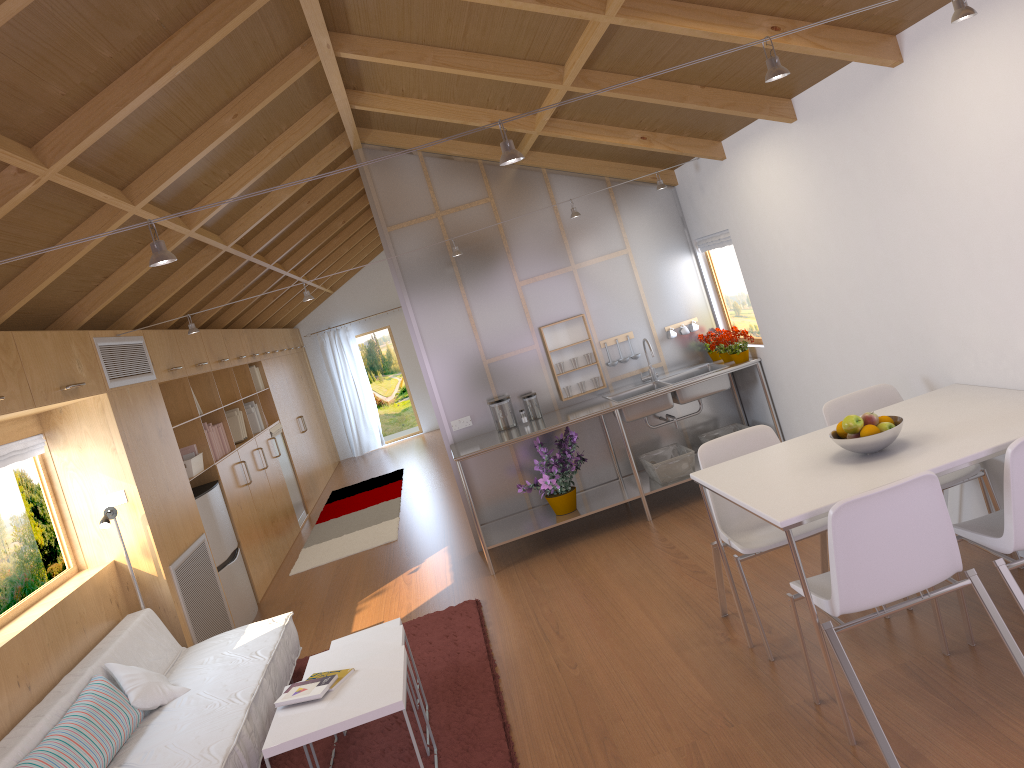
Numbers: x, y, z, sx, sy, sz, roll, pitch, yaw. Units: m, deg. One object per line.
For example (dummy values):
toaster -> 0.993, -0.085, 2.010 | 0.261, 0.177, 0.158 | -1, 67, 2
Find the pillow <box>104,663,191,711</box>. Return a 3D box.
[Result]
pillow -> -1.657, 1.340, 4.006 | 0.271, 0.251, 0.342 | -20, 5, -41

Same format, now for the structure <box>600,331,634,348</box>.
structure -> 0.754, -0.317, 6.339 | 0.251, 0.051, 0.016 | -18, 1, -6

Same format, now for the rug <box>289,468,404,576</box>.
rug -> -1.592, 1.319, 9.152 | 0.919, 0.011, 3.726 | -18, 5, -5

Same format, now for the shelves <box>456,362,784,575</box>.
shelves -> 0.715, 0.515, 6.010 | 2.097, 0.752, 0.632 | -18, 3, -6

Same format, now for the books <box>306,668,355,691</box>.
books -> -0.717, 1.134, 3.360 | 0.191, 0.016, 0.154 | -15, 6, 24

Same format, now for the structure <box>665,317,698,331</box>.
structure -> 1.227, -0.430, 6.380 | 0.251, 0.032, 0.041 | -18, 4, -6

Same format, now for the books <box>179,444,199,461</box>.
books -> -2.344, 0.551, 6.393 | 0.150, 0.192, 0.088 | -18, 2, -6

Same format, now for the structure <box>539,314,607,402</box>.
structure -> 0.432, -0.188, 6.272 | 0.329, 0.544, 0.076 | -17, 1, -6

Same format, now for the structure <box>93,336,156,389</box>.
structure -> -2.357, -0.145, 5.408 | 0.013, 0.300, 0.904 | -17, 5, -5

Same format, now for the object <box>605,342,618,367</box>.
object -> 0.700, -0.210, 6.292 | 0.074, 0.182, 0.075 | -16, 2, 26

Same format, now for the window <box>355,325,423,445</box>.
window -> -2.088, 0.050, 13.977 | 0.876, 1.783, 0.026 | -17, 1, -6

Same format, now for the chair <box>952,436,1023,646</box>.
chair -> 1.761, 0.481, 2.868 | 0.532, 0.784, 0.547 | -17, 2, -5

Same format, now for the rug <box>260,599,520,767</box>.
rug -> -0.961, 1.639, 3.841 | 1.889, 0.020, 2.483 | -18, 5, -5

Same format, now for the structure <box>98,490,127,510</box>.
structure -> -2.219, 0.645, 4.914 | 0.142, 0.071, 0.011 | -18, 1, -6

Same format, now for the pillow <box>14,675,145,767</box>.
pillow -> -1.662, 1.405, 3.378 | 0.172, 0.251, 1.043 | -17, 5, -5

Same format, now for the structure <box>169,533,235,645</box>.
structure -> -1.892, 1.359, 5.462 | 0.013, 0.720, 0.820 | -17, 3, -5

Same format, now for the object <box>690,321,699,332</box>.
object -> 1.315, -0.419, 6.384 | 0.059, 0.080, 0.062 | -17, 3, -5

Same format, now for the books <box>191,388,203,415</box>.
books -> -2.521, 0.128, 6.780 | 0.176, 0.296, 0.279 | -17, 3, -5

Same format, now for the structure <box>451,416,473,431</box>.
structure -> -0.354, 0.277, 6.214 | 0.142, 0.071, 0.011 | -18, 1, -6

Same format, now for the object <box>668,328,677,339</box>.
object -> 1.152, -0.366, 6.365 | 0.059, 0.080, 0.062 | -17, 3, -5

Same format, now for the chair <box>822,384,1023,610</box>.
chair -> 1.663, 0.423, 3.771 | 0.532, 0.784, 0.547 | -17, 2, -5

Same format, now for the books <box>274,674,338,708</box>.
books -> -0.763, 1.139, 3.285 | 0.192, 0.016, 0.154 | -16, 5, 14

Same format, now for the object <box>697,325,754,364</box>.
object -> 1.470, -0.267, 6.086 | 0.233, 0.234, 0.689 | -17, 5, -4

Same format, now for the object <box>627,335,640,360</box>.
object -> 0.863, -0.262, 6.311 | 0.074, 0.182, 0.075 | -16, 2, 26

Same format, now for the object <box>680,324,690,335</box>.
object -> 1.242, -0.393, 6.370 | 0.059, 0.081, 0.062 | -17, 3, 2

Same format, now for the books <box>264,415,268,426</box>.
books -> -2.673, 0.330, 9.199 | 0.176, 0.296, 0.279 | -17, 3, -5

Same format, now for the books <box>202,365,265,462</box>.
books -> -2.615, 0.217, 8.231 | 0.189, 0.656, 3.112 | -17, 5, -5

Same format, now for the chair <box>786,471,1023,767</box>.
chair -> 1.196, 0.662, 2.804 | 0.532, 0.784, 0.547 | -17, 2, -5

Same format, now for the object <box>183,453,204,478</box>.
object -> -2.316, 0.598, 6.271 | 0.203, 0.122, 0.350 | -18, 5, -5

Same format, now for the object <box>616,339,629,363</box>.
object -> 0.781, -0.236, 6.301 | 0.074, 0.182, 0.075 | -16, 2, 26

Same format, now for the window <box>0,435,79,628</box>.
window -> -2.446, 0.712, 4.135 | 0.035, 0.788, 1.498 | -17, 4, -5

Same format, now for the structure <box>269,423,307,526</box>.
structure -> -2.503, 0.994, 9.430 | 0.316, 1.077, 0.725 | -17, 2, -5

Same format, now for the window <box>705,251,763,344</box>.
window -> 1.528, -0.658, 6.041 | 0.026, 0.793, 0.725 | -17, 3, -5

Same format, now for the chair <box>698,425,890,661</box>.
chair -> 1.098, 0.604, 3.707 | 0.532, 0.784, 0.547 | -17, 2, -5
